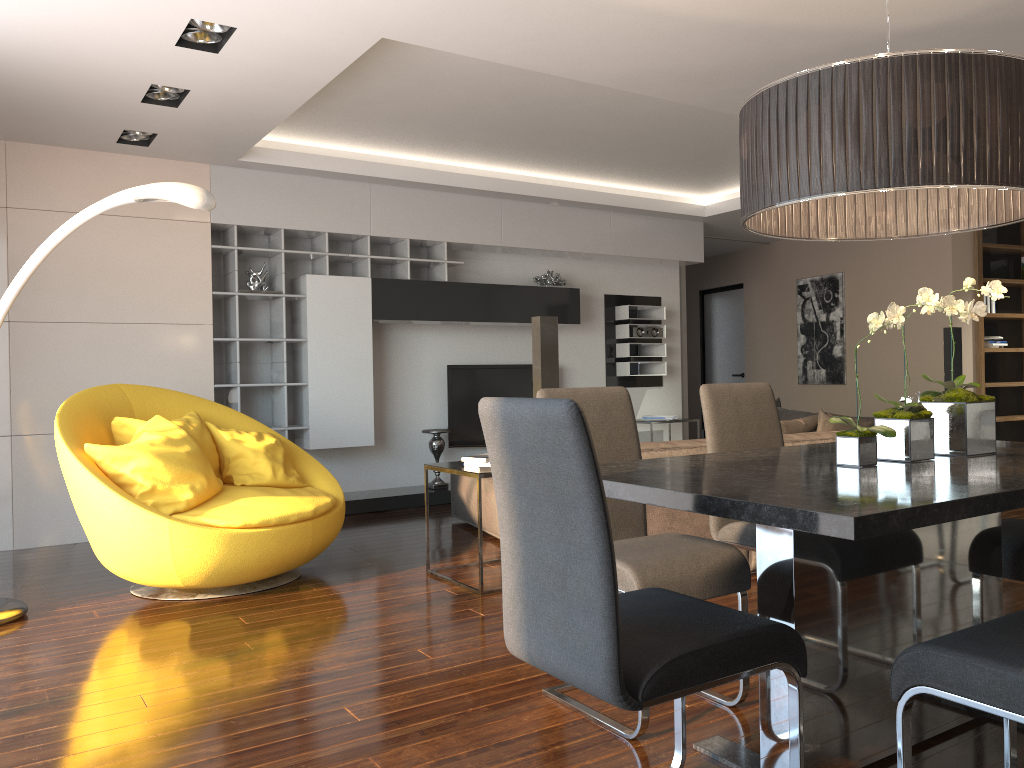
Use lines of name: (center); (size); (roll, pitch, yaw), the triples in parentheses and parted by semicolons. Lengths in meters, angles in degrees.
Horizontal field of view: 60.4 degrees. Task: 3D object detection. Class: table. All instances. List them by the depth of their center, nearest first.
table: (1.020, 0.587, 2.367); (1.685, 0.760, 0.988); (-1, 0, -33)
table: (-0.102, 0.687, 4.421); (0.474, 0.563, 0.570); (-1, 0, -33)
table: (1.444, 0.622, 8.504); (0.632, 0.563, 0.428); (-1, 0, -33)

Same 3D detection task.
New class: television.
television: (-0.086, 0.187, 7.717); (1.159, 0.714, 0.137); (-1, 0, -34)

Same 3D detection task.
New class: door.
door: (2.732, -0.191, 11.197); (0.160, 2.093, 0.960); (-1, 0, -21)

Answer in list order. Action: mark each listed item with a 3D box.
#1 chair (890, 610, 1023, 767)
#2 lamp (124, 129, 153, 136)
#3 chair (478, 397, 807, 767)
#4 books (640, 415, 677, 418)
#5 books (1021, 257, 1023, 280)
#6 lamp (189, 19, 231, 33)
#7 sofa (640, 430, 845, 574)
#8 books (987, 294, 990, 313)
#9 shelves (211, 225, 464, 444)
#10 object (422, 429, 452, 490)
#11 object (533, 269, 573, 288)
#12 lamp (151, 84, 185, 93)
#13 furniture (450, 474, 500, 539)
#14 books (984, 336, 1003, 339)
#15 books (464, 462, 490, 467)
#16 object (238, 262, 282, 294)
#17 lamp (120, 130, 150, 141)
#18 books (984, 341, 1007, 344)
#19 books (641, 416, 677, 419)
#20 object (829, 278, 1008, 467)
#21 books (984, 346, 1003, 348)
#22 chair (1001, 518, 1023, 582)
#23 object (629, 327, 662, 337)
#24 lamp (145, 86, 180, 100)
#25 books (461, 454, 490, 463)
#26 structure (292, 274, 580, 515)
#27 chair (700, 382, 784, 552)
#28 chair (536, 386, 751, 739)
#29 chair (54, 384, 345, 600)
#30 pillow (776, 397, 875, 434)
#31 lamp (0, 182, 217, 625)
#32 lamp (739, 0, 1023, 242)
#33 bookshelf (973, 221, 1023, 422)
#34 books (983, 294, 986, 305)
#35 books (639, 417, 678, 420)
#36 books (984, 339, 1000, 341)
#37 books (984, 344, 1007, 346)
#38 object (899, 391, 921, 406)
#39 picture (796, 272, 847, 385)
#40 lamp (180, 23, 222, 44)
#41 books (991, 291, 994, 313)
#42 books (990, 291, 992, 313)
chair: (1.060, 0.491, 1.610); (0.450, 0.964, 0.543); (-1, 0, -33)
lamp: (-2.251, -1.546, 5.303); (0.182, 0.077, 0.172); (-1, 0, -14)
chair: (0.269, 0.503, 1.858); (0.601, 0.964, 0.406); (-1, 0, -33)
books: (1.417, 0.314, 8.511); (0.310, 0.011, 0.260); (-1, 1, 16)
books: (5.001, -1.108, 8.464); (0.045, 0.248, 0.185); (-1, 0, -21)
lamp: (-1.287, -1.549, 3.741); (0.186, 0.077, 0.167); (-1, 1, -38)
sofa: (1.186, 0.579, 5.719); (2.590, 0.704, 2.622); (-1, 1, -23)
books: (4.342, -0.752, 8.122); (0.021, 0.205, 0.149); (-1, 0, -21)
shelves: (-1.307, -0.327, 6.762); (2.022, 1.600, 0.360); (-1, 0, -34)
object: (-0.606, 0.606, 7.124); (0.252, 0.475, 0.227); (-1, 0, -41)
object: (0.345, -0.936, 7.892); (0.339, 0.177, 0.307); (-1, 0, -33)
lamp: (-1.769, -1.547, 4.522); (0.182, 0.077, 0.172); (-1, 0, -14)
furniture: (0.241, 0.723, 5.952); (1.143, 0.440, 1.049); (-1, 0, -23)
books: (4.493, -0.429, 8.232); (0.147, 0.020, 0.216); (-1, 1, 37)
books: (-0.124, 0.395, 4.445); (0.158, 0.023, 0.238); (-1, 1, 18)
object: (-1.846, -0.757, 6.340); (0.299, 0.227, 0.270); (-1, 0, -33)
lamp: (-2.341, -1.545, 5.449); (0.184, 0.077, 0.170); (-1, 0, -21)
books: (4.480, -0.386, 8.227); (0.241, 0.023, 0.156); (-1, 1, -23)
books: (1.423, 0.325, 8.505); (0.313, 0.011, 0.257); (-1, 1, 11)
object: (1.125, -0.047, 2.368); (0.605, 0.501, 0.294); (-1, 0, -37)
books: (4.495, -0.344, 8.233); (0.147, 0.022, 0.216); (-1, 1, 37)
chair: (1.765, 0.467, 2.840); (0.601, 0.964, 0.406); (-1, 0, -33)
object: (1.297, -0.500, 8.547); (0.379, 0.094, 0.068); (-1, 0, -34)
lamp: (-1.859, -1.547, 4.667); (0.184, 0.077, 0.170); (-1, 0, -21)
books: (-0.130, 0.372, 4.431); (0.147, 0.022, 0.215); (-1, 1, 34)
structure: (-0.295, 0.052, 7.381); (3.034, 1.766, 0.456); (-1, 0, -34)
chair: (0.993, 0.478, 3.122); (0.450, 0.964, 0.543); (-1, 0, -33)
chair: (0.382, 0.493, 2.710); (0.450, 0.964, 0.543); (-1, 0, -33)
chair: (-1.515, 0.491, 4.463); (1.092, 1.005, 1.578); (-1, 0, 24)
pillow: (1.785, 0.317, 5.520); (1.021, 0.431, 2.172); (-1, 1, 21)
lamp: (-2.916, 0.132, 4.284); (4.023, 1.779, 0.612); (-1, 0, 35)
lamp: (1.008, -0.994, 2.362); (0.818, 1.102, 0.790); (-1, 0, -9)
bookshelf: (7.255, -0.460, 9.583); (6.840, 2.490, 0.278); (-1, 0, -26)
books: (4.279, -0.769, 8.096); (0.020, 0.244, 0.168); (-1, 0, -21)
books: (1.418, 0.335, 8.497); (0.308, 0.011, 0.262); (-1, 1, 21)
books: (4.454, -0.408, 8.267); (0.231, 0.023, 0.141); (-1, 1, -27)
books: (4.481, -0.364, 8.219); (0.256, 0.019, 0.166); (-1, 1, -33)
object: (2.845, 0.193, 6.149); (0.272, 0.287, 0.297); (-1, 0, 27)
picture: (3.314, -0.578, 9.451); (0.030, 1.165, 0.721); (-1, 0, -21)
lamp: (-1.377, -1.549, 3.887); (0.184, 0.077, 0.170); (-1, 0, -21)
books: (4.406, -0.754, 8.164); (0.021, 0.205, 0.149); (-1, 0, -21)
books: (4.382, -0.761, 8.163); (0.024, 0.222, 0.145); (-1, 0, -21)
